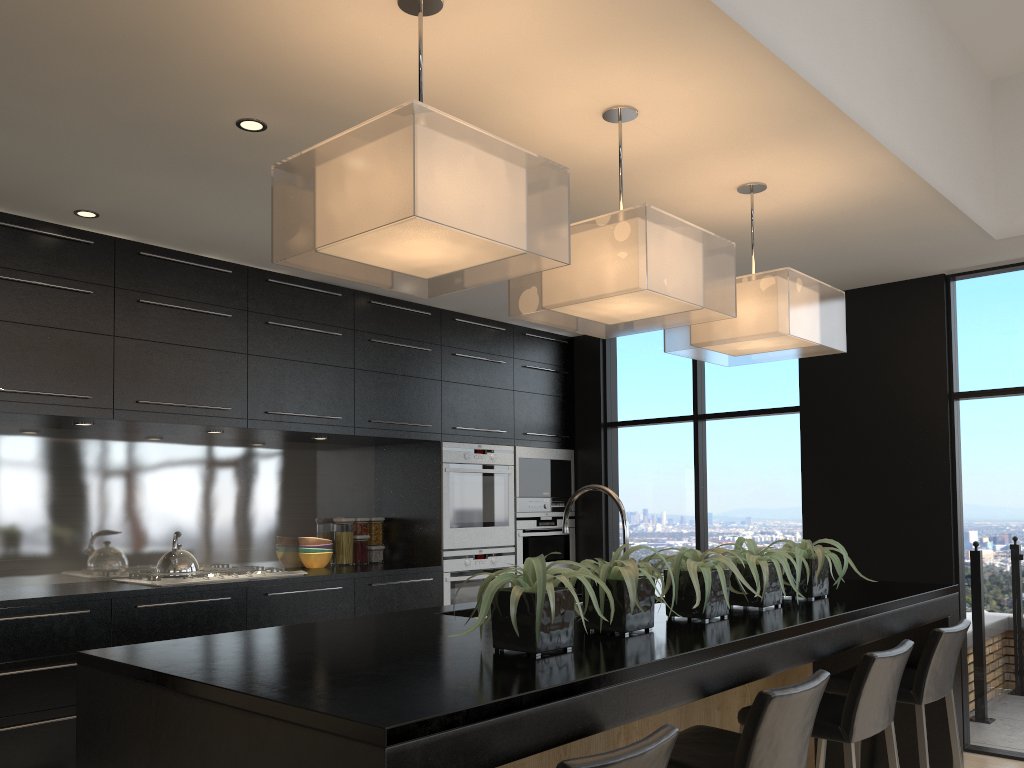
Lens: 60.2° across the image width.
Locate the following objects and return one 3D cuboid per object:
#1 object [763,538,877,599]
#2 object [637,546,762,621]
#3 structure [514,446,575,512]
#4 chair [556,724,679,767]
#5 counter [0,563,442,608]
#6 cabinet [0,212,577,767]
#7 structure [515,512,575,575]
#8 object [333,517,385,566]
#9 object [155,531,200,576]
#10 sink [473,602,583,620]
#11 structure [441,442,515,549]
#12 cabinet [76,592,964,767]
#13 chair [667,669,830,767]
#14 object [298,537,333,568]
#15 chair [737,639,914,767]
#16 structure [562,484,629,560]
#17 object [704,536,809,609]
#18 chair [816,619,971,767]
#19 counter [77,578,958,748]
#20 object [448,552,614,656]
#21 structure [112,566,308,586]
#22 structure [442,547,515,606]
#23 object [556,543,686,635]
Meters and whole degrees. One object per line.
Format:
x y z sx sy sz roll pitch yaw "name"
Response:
1.079 0.692 3.343 0.398 0.215 0.409 2 -7 -23 "object"
0.612 0.613 2.735 0.407 0.215 0.400 2 -7 -23 "object"
0.252 0.716 6.587 0.027 0.471 0.679 -3 -6 42 "structure"
0.051 1.194 1.842 0.521 0.958 0.477 -4 -5 42 "chair"
-1.681 1.102 4.939 0.733 0.033 2.873 -7 -10 41 "counter"
-1.666 0.646 4.943 0.730 2.508 5.751 -3 -7 42 "cabinet"
0.256 1.177 6.568 0.070 0.442 0.681 -3 -6 42 "structure"
-1.037 1.068 6.004 0.114 0.314 0.367 -3 -6 42 "object"
-1.777 0.898 4.695 0.221 0.228 0.222 -4 -6 34 "object"
0.194 0.884 3.075 0.462 0.158 0.926 -7 -10 41 "sink"
-0.229 0.766 6.058 0.086 0.702 0.703 -3 -5 42 "structure"
0.406 1.301 2.928 1.184 1.030 3.127 -5 -9 41 "cabinet"
0.577 1.270 2.427 0.521 0.958 0.477 -4 -5 42 "chair"
-1.270 1.088 5.706 0.186 0.204 0.205 -5 -7 43 "object"
1.044 1.337 2.948 0.521 0.958 0.477 -4 -5 42 "chair"
0.182 0.871 3.144 0.658 1.011 2.788 -4 -8 41 "structure"
0.862 0.639 3.017 0.407 0.237 0.400 2 -7 -23 "object"
1.494 1.402 3.449 0.521 0.958 0.477 -4 -5 42 "chair"
0.401 0.769 2.951 1.184 0.031 3.127 -7 -10 41 "counter"
0.011 0.526 2.141 0.407 0.237 0.400 2 -7 -23 "object"
-1.667 1.077 4.927 0.522 0.066 0.904 -7 -10 41 "structure"
-0.222 1.483 6.028 0.086 0.702 0.703 -3 -5 42 "structure"
0.304 0.563 2.429 0.398 0.237 0.409 2 -7 -23 "object"
